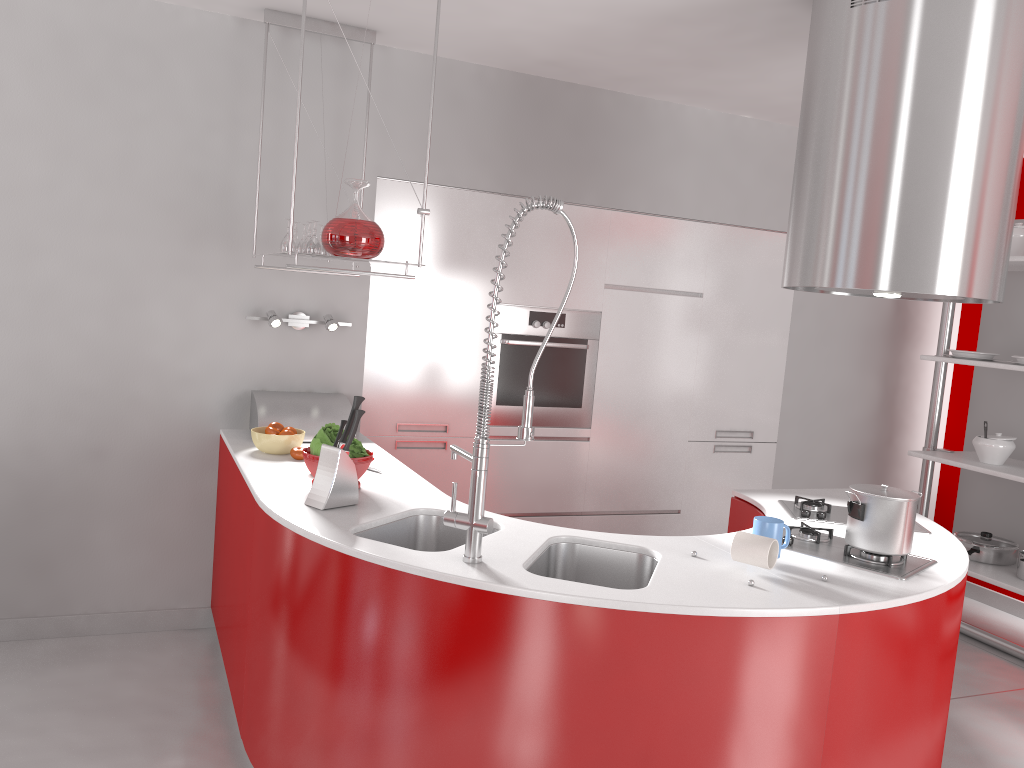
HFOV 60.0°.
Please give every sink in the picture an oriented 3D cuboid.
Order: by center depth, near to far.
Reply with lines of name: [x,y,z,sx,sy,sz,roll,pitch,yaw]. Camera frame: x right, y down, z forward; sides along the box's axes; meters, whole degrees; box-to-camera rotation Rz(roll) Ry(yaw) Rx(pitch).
sink: [0.208,0.566,2.330,0.326,0.172,0.428,6,6,15]
sink: [-0.242,0.511,2.507,0.326,0.172,0.428,8,6,27]

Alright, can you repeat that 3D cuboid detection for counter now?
counter: [-0.003,0.819,3.025,2.865,0.880,1.868,6,5,10]

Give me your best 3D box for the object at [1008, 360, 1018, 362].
object: [2.644,-0.097,4.439,0.280,0.015,0.280,6,6,13]

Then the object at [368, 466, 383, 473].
object: [-0.584,0.291,3.303,0.375,0.008,0.041,10,7,43]

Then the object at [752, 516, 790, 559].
object: [0.709,0.420,2.444,0.080,0.100,0.109,9,7,39]

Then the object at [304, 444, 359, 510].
object: [-0.536,0.273,2.659,0.091,0.178,0.137,9,7,39]

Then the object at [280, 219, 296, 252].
object: [-0.850,-0.555,3.375,0.060,0.141,0.060,10,7,43]

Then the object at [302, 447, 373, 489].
object: [-0.574,0.279,2.908,0.229,0.118,0.228,9,7,37]

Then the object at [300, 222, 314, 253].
object: [-0.785,-0.555,3.430,0.060,0.141,0.060,3,6,-23]

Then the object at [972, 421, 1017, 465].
object: [2.425,0.294,4.461,0.192,0.214,0.192,1,7,-37]

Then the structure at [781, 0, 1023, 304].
structure: [1.222,-0.749,2.750,0.644,0.958,0.644,8,6,33]

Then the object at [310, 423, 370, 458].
object: [-0.564,0.227,2.894,0.193,0.182,0.198,3,6,-18]

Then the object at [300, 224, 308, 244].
object: [-0.841,-0.574,3.587,0.060,0.141,0.060,3,6,-23]

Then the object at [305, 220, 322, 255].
object: [-0.745,-0.543,3.340,0.060,0.141,0.060,3,6,-23]

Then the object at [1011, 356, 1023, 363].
object: [2.495,-0.100,4.189,0.244,0.042,0.244,0,7,-39]

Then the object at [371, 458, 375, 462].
object: [-0.621,0.290,3.346,0.168,0.006,0.266,5,5,3]

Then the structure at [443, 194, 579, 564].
structure: [-0.031,-0.016,2.234,0.308,0.920,0.178,7,6,20]

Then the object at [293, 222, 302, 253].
object: [-0.854,-0.567,3.493,0.060,0.141,0.060,10,7,43]

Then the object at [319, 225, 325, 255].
object: [-0.762,-0.563,3.541,0.060,0.141,0.060,3,6,-23]

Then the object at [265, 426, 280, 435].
object: [-0.918,0.190,3.410,0.062,0.052,0.065,1,7,-39]

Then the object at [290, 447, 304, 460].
object: [-0.795,0.260,3.309,0.063,0.047,0.065,2,6,-24]

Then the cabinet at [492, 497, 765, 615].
cabinet: [-0.067,0.757,3.285,1.875,0.761,1.025,7,6,22]

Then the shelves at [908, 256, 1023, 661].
shelves: [2.663,0.077,4.096,0.535,2.599,1.735,3,6,-23]

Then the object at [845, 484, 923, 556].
object: [1.061,0.380,2.548,0.189,0.185,0.218,8,6,29]

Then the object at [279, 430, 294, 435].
object: [-0.860,0.198,3.380,0.062,0.049,0.066,3,6,-16]

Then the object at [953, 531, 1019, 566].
object: [2.417,0.836,4.606,0.407,0.130,0.308,3,6,-16]

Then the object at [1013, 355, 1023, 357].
object: [2.645,-0.111,4.438,0.244,0.042,0.244,2,6,-31]

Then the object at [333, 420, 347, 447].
object: [-0.538,0.207,2.683,0.009,0.197,0.091,9,7,37]

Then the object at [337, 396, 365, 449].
object: [-0.511,0.197,2.672,0.014,0.322,0.150,9,7,37]

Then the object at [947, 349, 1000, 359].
object: [2.359,-0.145,4.542,0.244,0.042,0.244,0,7,-39]

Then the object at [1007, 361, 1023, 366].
object: [2.494,-0.086,4.190,0.280,0.015,0.280,5,5,6]

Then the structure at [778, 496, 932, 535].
structure: [1.192,0.449,3.117,0.457,0.037,0.303,5,5,6]

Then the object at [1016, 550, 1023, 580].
object: [2.531,0.882,4.259,0.182,0.122,0.196,7,6,24]

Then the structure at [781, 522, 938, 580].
structure: [0.981,0.477,2.627,0.457,0.037,0.303,10,7,41]

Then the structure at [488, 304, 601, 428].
structure: [0.160,-0.078,4.379,0.599,0.589,0.050,3,6,-23]

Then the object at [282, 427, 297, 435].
object: [-0.867,0.191,3.446,0.062,0.049,0.066,2,6,-27]

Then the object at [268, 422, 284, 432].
object: [-0.924,0.180,3.469,0.066,0.058,0.055,1,7,-38]

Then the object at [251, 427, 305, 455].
object: [-0.901,0.222,3.410,0.201,0.086,0.201,3,6,-22]

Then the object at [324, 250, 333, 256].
object: [-0.702,-0.551,3.462,0.060,0.141,0.060,3,6,-23]

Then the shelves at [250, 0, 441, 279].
shelves: [-0.639,-0.918,3.243,0.462,1.023,0.934,3,6,-23]

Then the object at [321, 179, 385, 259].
object: [-0.536,-0.558,3.017,0.213,0.266,0.213,5,5,5]

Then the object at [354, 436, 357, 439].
object: [-0.645,0.236,3.580,0.042,0.066,0.043,4,5,-10]

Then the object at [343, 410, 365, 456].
object: [-0.497,0.216,2.649,0.012,0.279,0.130,9,7,37]

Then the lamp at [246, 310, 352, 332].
lamp: [-0.909,-0.269,3.826,0.454,0.081,0.155,3,6,-23]

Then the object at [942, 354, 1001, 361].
object: [2.358,-0.131,4.544,0.280,0.015,0.280,6,6,13]

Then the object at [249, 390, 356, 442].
object: [-0.894,0.137,3.792,0.400,0.170,0.300,3,6,-23]

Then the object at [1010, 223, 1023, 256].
object: [2.508,-0.712,4.447,0.231,0.191,0.231,6,6,17]

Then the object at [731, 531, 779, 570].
object: [0.644,0.434,2.331,0.100,0.080,0.109,9,7,36]

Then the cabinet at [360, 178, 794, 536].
cabinet: [0.294,0.099,4.805,2.398,2.026,0.614,3,6,-23]
